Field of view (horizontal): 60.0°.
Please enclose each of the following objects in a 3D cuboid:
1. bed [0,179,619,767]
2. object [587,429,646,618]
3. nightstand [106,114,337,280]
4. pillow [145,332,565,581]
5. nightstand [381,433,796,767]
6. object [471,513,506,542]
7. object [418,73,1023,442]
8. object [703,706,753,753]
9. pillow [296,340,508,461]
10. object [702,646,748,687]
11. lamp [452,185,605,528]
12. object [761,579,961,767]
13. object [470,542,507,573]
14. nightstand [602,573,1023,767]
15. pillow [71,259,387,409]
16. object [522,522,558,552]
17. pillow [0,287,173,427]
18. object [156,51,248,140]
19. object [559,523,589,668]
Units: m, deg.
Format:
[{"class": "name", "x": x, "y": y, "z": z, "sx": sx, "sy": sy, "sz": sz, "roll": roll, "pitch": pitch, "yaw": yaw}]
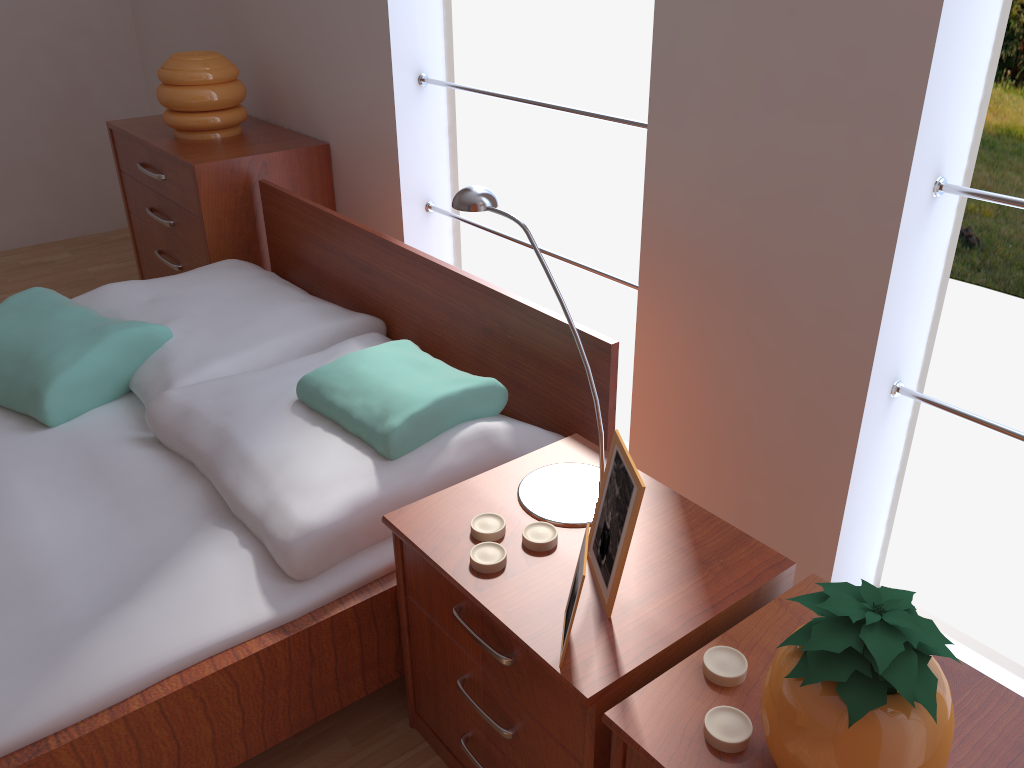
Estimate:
[{"class": "bed", "x": -0.993, "y": 0.237, "z": 1.531, "sx": 1.990, "sy": 0.560, "sz": 1.632, "roll": -20, "pitch": 33, "yaw": -33}, {"class": "object", "x": 0.125, "y": 0.173, "z": 1.105, "sx": 0.037, "sy": 0.191, "sz": 0.131, "roll": -4, "pitch": 27, "yaw": -7}, {"class": "nightstand", "x": -0.956, "y": -0.516, "z": 2.939, "sx": 0.428, "sy": 0.626, "sz": 0.815, "roll": -20, "pitch": 33, "yaw": -33}, {"class": "pillow", "x": -0.297, "y": 0.102, "z": 1.679, "sx": 0.574, "sy": 0.182, "sz": 0.630, "roll": -21, "pitch": 34, "yaw": -34}, {"class": "nightstand", "x": 0.097, "y": 0.411, "z": 1.331, "sx": 0.377, "sy": 0.442, "sz": 0.439, "roll": -20, "pitch": 33, "yaw": -33}, {"class": "object", "x": -0.033, "y": 0.202, "z": 1.245, "sx": 0.049, "sy": 0.018, "sz": 0.049, "roll": 20, "pitch": 33, "yaw": 34}, {"class": "object", "x": 0.431, "y": -0.897, "z": 1.284, "sx": 0.033, "sy": 1.815, "sz": 2.205, "roll": -20, "pitch": 33, "yaw": -33}, {"class": "object", "x": 0.226, "y": 0.362, "z": 0.928, "sx": 0.049, "sy": 0.018, "sz": 0.049, "roll": 20, "pitch": 33, "yaw": 34}, {"class": "pillow", "x": -0.205, "y": 0.022, "z": 1.638, "sx": 0.276, "sy": 0.116, "sz": 0.322, "roll": -22, "pitch": 34, "yaw": -35}, {"class": "object", "x": 0.241, "y": 0.321, "z": 1.007, "sx": 0.049, "sy": 0.018, "sz": 0.049, "roll": 20, "pitch": 33, "yaw": 34}, {"class": "lamp", "x": 0.020, "y": -0.045, "z": 1.278, "sx": 0.337, "sy": 0.421, "sz": 0.163, "roll": 20, "pitch": 34, "yaw": 35}, {"class": "object", "x": 0.326, "y": 0.292, "z": 0.835, "sx": 0.169, "sy": 0.223, "sz": 0.170, "roll": 15, "pitch": 31, "yaw": 28}, {"class": "object", "x": -0.032, "y": 0.233, "z": 1.185, "sx": 0.049, "sy": 0.018, "sz": 0.049, "roll": 20, "pitch": 33, "yaw": 34}, {"class": "nightstand", "x": 0.383, "y": 0.576, "z": 1.003, "sx": 0.377, "sy": 0.442, "sz": 0.439, "roll": -20, "pitch": 33, "yaw": -33}, {"class": "pillow", "x": -0.733, "y": -0.134, "z": 2.148, "sx": 0.574, "sy": 0.157, "sz": 0.682, "roll": -24, "pitch": 35, "yaw": -38}, {"class": "object", "x": 0.039, "y": 0.212, "z": 1.225, "sx": 0.049, "sy": 0.018, "sz": 0.049, "roll": 20, "pitch": 33, "yaw": 34}, {"class": "pillow", "x": -1.006, "y": -0.069, "z": 1.939, "sx": 0.425, "sy": 0.164, "sz": 0.334, "roll": 13, "pitch": 30, "yaw": 25}, {"class": "object", "x": -0.954, "y": -0.891, "z": 2.732, "sx": 0.264, "sy": 0.244, "sz": 0.264, "roll": -11, "pitch": 29, "yaw": -18}, {"class": "object", "x": 0.072, "y": 0.244, "z": 1.025, "sx": 0.027, "sy": 0.137, "sz": 0.094, "roll": 3, "pitch": 27, "yaw": 7}]
